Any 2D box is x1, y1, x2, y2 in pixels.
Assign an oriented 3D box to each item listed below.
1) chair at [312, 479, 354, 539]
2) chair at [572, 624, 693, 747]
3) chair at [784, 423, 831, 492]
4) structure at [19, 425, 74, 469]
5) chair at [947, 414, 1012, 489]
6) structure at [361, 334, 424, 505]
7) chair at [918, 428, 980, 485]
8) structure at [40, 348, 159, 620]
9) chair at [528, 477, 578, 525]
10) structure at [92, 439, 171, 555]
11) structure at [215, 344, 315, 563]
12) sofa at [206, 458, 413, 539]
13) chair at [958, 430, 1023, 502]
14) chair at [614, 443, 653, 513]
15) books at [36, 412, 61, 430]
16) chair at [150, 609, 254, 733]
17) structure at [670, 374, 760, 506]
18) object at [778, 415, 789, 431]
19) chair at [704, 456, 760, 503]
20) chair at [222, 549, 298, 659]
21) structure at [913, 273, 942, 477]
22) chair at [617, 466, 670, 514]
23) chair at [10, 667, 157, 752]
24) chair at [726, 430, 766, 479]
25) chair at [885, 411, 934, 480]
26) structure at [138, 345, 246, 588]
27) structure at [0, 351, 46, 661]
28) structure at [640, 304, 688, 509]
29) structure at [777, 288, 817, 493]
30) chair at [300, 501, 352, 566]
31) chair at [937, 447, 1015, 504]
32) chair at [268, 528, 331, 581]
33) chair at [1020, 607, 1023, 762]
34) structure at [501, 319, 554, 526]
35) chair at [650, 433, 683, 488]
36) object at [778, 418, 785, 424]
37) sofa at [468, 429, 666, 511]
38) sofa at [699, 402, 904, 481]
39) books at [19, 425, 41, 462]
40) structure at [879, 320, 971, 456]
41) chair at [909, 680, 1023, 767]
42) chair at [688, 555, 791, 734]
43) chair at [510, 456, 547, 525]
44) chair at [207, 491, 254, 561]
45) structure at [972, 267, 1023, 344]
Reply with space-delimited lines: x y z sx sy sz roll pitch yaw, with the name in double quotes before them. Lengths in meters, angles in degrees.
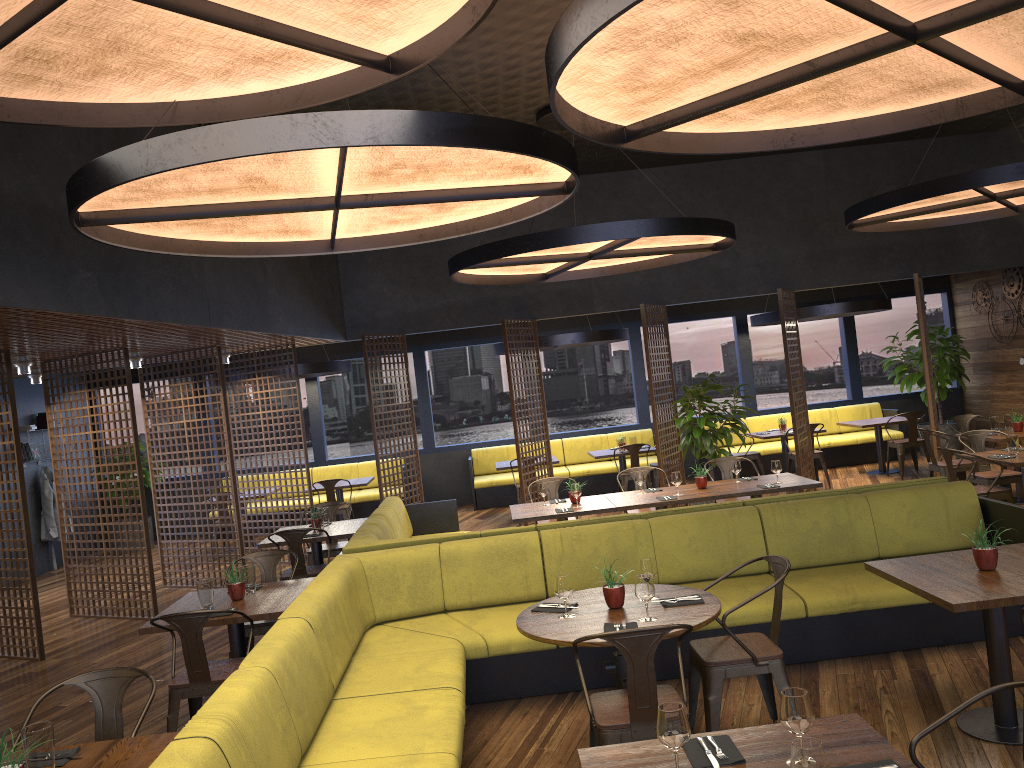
"chair" -2.403 1.726 12.066 0.504 0.917 0.541 -6 0 -1
"chair" 0.542 1.420 3.770 0.504 0.917 0.541 -6 0 -1
"chair" 4.069 0.991 12.259 0.504 0.917 0.541 -6 0 -1
"structure" -6.610 0.885 12.623 0.293 0.563 1.220 -6 0 -2
"chair" 5.521 0.832 10.531 0.504 0.917 0.541 -6 0 -1
"structure" -1.446 0.726 11.074 0.050 2.700 0.852 -6 0 28
"chair" 4.820 0.914 9.763 0.541 0.917 0.504 -6 0 -1
"structure" -4.229 1.048 9.057 1.319 2.700 0.050 -6 0 28
"chair" 0.453 1.413 8.848 0.504 0.917 0.541 -6 0 -1
"structure" -5.935 1.698 13.895 1.166 1.763 0.993 -7 0 -31
"structure" -3.096 0.913 11.176 1.319 2.700 0.050 -6 0 28
"sofa" -3.177 1.811 14.056 3.061 0.914 0.966 -6 0 -2
"chair" 4.754 0.925 8.736 0.504 0.917 0.541 -6 0 -1
"chair" 1.681 1.262 12.188 0.504 0.917 0.541 -6 0 -1
"books" -6.705 0.530 12.853 0.177 0.245 0.450 -6 0 -2
"chair" -1.695 1.669 4.987 0.504 0.917 0.541 -6 0 -1
"structure" 2.356 0.768 10.537 1.166 1.763 0.993 -7 0 -31
"object" 3.941 0.561 12.960 0.238 0.271 0.260 -6 0 20
"chair" 2.248 1.209 8.902 0.504 0.917 0.541 -6 0 -1
"chair" -1.732 1.669 6.232 0.504 0.917 0.541 -6 0 -1
"structure" 5.308 -0.042 11.276 0.050 2.700 0.852 -6 0 28
"chair" 1.354 1.310 8.875 0.504 0.917 0.541 -6 0 -1
"chair" -1.666 1.671 3.534 0.504 0.917 0.541 -6 0 -1
"chair" 3.371 1.067 12.986 0.541 0.917 0.504 -6 0 -1
"chair" 5.489 0.829 12.302 0.504 0.917 0.541 -6 0 -1
"structure" -3.663 0.980 10.116 1.319 2.700 0.050 -6 0 28
"structure" -4.796 1.116 7.997 1.319 2.700 0.050 -6 0 28
"structure" 1.931 0.342 11.175 0.050 2.700 0.852 -6 0 28
"structure" 3.619 0.150 11.226 0.050 2.700 0.852 -6 0 28
"chair" -1.834 1.672 8.918 0.504 0.917 0.541 -6 0 -1
"chair" 4.170 0.994 7.960 0.541 0.917 0.504 -6 0 -1
"chair" -1.798 1.672 7.692 0.504 0.917 0.541 -6 0 -1
"chair" 2.418 1.207 3.628 0.504 0.917 0.541 -6 0 -1
"structure" 0.242 0.534 11.125 0.050 2.700 0.852 -6 0 28
"chair" 2.265 1.193 12.893 0.541 0.917 0.504 -6 0 -1
"object" 4.000 0.600 13.137 0.102 0.178 0.102 -7 0 -16
"sofa" 0.868 1.351 14.177 3.061 0.914 0.966 -6 0 -2
"sofa" 4.632 0.923 14.290 3.061 0.914 0.966 -6 0 -2
"books" -6.644 0.815 12.181 0.223 0.489 0.286 -7 0 -10
"structure" 6.742 0.045 14.192 1.493 2.184 1.272 -6 0 -2
"chair" 1.360 1.331 2.430 0.541 0.917 0.504 -6 0 -1
"chair" 1.148 1.349 4.408 0.541 0.917 0.504 -6 0 -1
"chair" 0.261 1.423 12.145 0.504 0.917 0.541 -6 0 -1
"chair" -3.823 1.887 12.023 0.504 0.917 0.541 -6 0 -1
"structure" 7.426 -1.196 13.369 0.058 1.178 1.791 -6 0 -2
